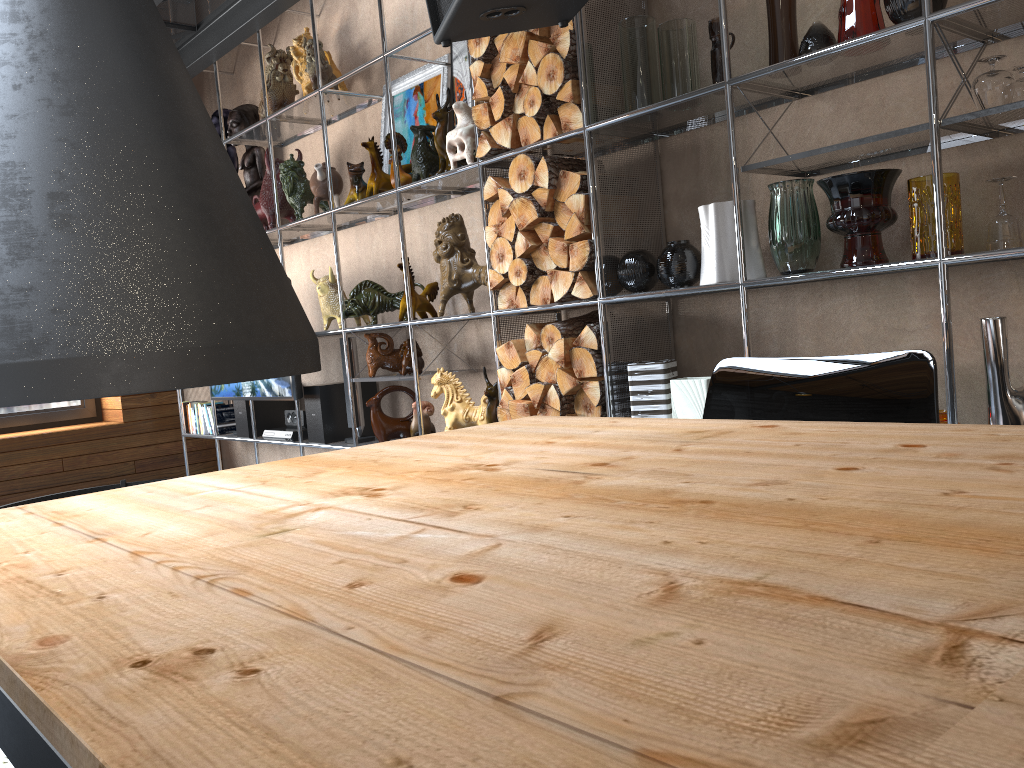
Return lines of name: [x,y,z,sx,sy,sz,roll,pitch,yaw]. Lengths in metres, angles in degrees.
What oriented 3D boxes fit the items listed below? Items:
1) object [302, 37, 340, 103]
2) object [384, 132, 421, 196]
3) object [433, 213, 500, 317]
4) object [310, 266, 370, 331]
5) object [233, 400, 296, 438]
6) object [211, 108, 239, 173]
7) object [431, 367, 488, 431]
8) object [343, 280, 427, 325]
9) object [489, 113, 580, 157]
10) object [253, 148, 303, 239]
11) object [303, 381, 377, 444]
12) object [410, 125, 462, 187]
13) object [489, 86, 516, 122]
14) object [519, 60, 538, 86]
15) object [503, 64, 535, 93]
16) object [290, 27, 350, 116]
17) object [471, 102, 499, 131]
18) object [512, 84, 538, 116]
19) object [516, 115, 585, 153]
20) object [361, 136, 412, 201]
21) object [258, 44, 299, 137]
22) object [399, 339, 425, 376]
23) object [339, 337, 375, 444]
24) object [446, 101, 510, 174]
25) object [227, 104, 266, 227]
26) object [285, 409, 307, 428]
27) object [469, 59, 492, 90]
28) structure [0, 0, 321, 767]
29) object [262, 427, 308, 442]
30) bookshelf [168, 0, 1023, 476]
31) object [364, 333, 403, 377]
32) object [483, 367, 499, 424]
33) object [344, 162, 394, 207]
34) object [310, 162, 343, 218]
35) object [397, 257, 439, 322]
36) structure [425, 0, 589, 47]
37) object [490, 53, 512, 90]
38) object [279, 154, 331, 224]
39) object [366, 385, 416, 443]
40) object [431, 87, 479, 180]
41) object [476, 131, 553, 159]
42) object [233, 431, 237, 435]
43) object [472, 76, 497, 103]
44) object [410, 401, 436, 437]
object: [-0.924,-1.540,4.326,0.131,0.280,0.208,-3,4,31]
object: [-0.466,-0.986,3.958,0.227,0.270,0.123,-8,4,-41]
object: [-0.155,-0.513,3.705,0.405,0.451,0.210,-2,4,41]
object: [-0.854,-0.429,4.456,0.154,0.309,0.325,-3,4,34]
object: [-1.491,0.156,5.398,0.343,0.303,0.175,-8,4,-41]
object: [-1.789,-1.266,5.491,0.244,0.879,0.244,-6,3,-12]
object: [-0.164,0.101,3.790,0.375,0.363,0.170,-4,3,15]
object: [-0.602,-0.391,4.211,0.403,0.221,0.192,-5,3,-4]
object: [0.100,-0.925,3.352,0.362,0.131,0.154,-8,4,-41]
object: [-1.325,-1.048,4.904,0.219,0.440,0.462,-8,4,-41]
object: [-0.901,0.143,4.713,0.343,0.303,0.175,-8,4,-41]
object: [-0.317,-0.981,3.817,0.253,0.249,0.126,-7,4,-36]
object: [0.073,-1.047,3.322,0.329,0.135,0.095,-8,4,-37]
object: [0.172,-1.097,3.201,0.331,0.110,0.101,-8,4,-42]
object: [0.130,-1.111,3.272,0.330,0.098,0.107,-8,4,-37]
object: [-0.999,-1.643,4.607,0.215,0.458,0.328,-7,4,-36]
object: [0.002,-1.011,3.410,0.321,0.109,0.110,-8,4,-41]
object: [0.154,-1.034,3.255,0.288,0.118,0.147,-8,4,-37]
object: [0.171,-0.920,3.247,0.299,0.114,0.135,-8,4,-38]
object: [-0.561,-0.991,4.099,0.290,0.290,0.097,-8,4,-42]
object: [-1.321,-1.626,4.923,0.328,0.442,0.207,-2,4,42]
object: [-0.459,-0.125,4.064,0.105,0.168,0.210,-5,3,0]
object: [-0.796,0.029,4.496,0.112,0.533,0.112,-8,4,-41]
object: [-0.118,-0.997,3.561,0.314,0.280,0.151,-8,4,-42]
object: [-1.596,-1.250,5.303,0.305,0.840,0.237,-8,4,-38]
object: [-1.201,0.195,5.028,0.080,0.101,0.223,-8,4,-41]
object: [-0.005,-1.171,3.385,0.308,0.120,0.097,-8,4,-36]
structure: [-1.137,-1.971,2.080,1.197,5.700,1.689,-8,4,-41]
object: [-1.190,0.273,5.036,0.325,0.058,0.360,-8,4,-41]
bookshelf: [1.175,-2.429,1.916,0.421,6.219,10.738,-8,4,-41]
object: [-0.591,-0.145,4.247,0.217,0.214,0.108,-6,3,-16]
object: [-0.037,0.102,3.616,0.116,0.358,0.198,-2,4,42]
object: [-0.662,-0.951,4.238,0.272,0.207,0.137,-8,4,-37]
object: [-0.919,-0.968,4.408,0.164,0.266,0.237,-7,4,-24]
object: [-0.418,-0.429,4.027,0.097,0.290,0.290,-3,4,29]
structure: [-0.044,-1.405,2.530,0.506,0.744,0.460,-6,3,-15]
object: [0.061,-1.164,3.340,0.291,0.153,0.112,-8,4,-37]
object: [-1.067,-1.009,4.589,0.255,0.356,0.167,-6,4,-21]
object: [-0.565,0.152,4.226,0.249,0.290,0.114,-6,3,-15]
object: [-0.238,-1.034,3.680,0.198,0.358,0.116,-7,4,-33]
object: [0.017,-0.917,3.411,0.330,0.105,0.107,-8,4,-38]
object: [-1.691,0.048,5.535,0.112,0.533,0.112,-8,4,-41]
object: [0.005,-1.105,3.395,0.331,0.110,0.107,-8,4,-39]
object: [-0.409,0.181,4.047,0.119,0.220,0.212,-5,3,-7]
